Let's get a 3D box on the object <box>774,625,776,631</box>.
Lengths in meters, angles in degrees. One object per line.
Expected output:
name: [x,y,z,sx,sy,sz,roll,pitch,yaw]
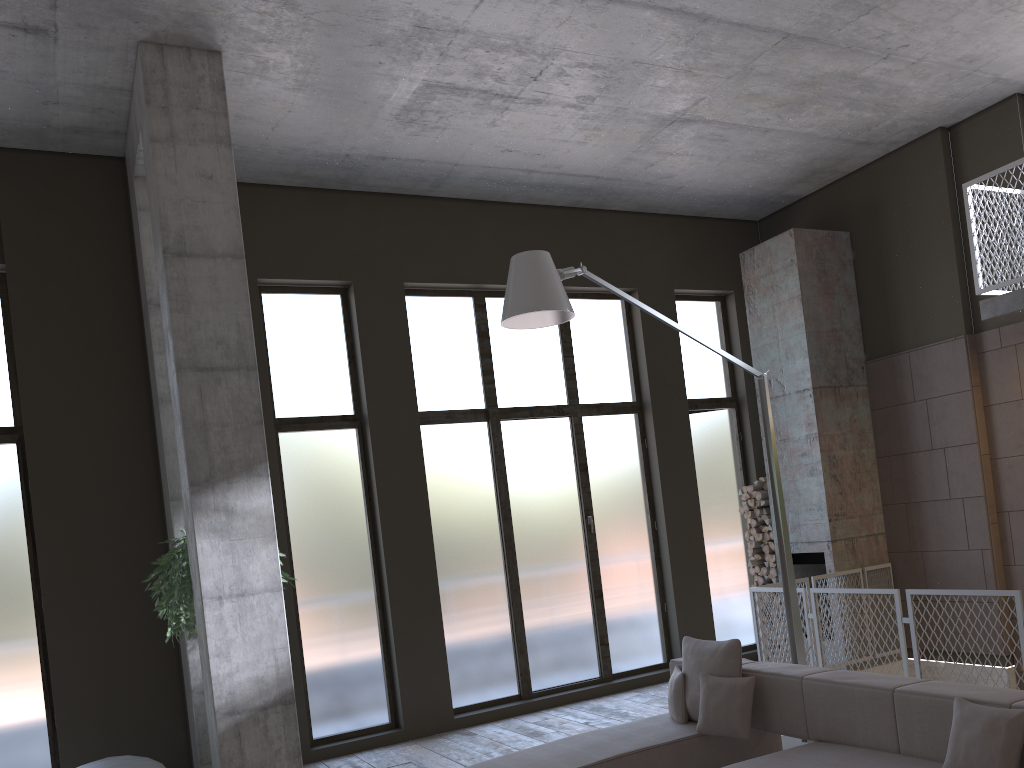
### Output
object: [3.105,2.714,9.848,0.420,0.067,0.068,-2,-7,-27]

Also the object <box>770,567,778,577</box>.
object: [2.992,2.063,9.697,0.291,0.102,0.102,-2,-7,-29]

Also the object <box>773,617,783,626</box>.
object: [3.118,2.627,9.818,0.435,0.093,0.094,-2,-6,-27]

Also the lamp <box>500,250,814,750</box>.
lamp: [1.240,0.921,5.755,2.615,3.402,0.764,-3,-3,-40]

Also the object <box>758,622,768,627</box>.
object: [2.949,2.722,9.954,0.420,0.072,0.072,-2,-6,-27]

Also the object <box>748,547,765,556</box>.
object: [2.902,1.891,10.020,0.453,0.089,0.092,-2,-6,-26]

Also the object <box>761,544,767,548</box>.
object: [2.963,1.804,9.900,0.357,0.074,0.065,-2,-6,-26]

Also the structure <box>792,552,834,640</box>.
structure: [3.219,2.234,9.282,0.056,0.921,0.583,-6,-3,-28]

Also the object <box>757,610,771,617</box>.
object: [2.985,2.599,10.010,0.453,0.089,0.092,-2,-6,-26]

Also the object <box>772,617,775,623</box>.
object: [3.104,2.627,9.900,0.361,0.086,0.103,-2,-7,-27]

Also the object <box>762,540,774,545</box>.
object: [2.963,1.754,9.835,0.330,0.056,0.090,-2,-8,-27]

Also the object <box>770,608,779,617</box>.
object: [3.030,2.536,9.806,0.292,0.106,0.100,-2,-6,-28]

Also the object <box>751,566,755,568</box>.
object: [2.917,2.057,10.055,0.423,0.084,0.067,-3,-5,-25]

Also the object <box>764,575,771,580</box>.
object: [3.000,2.155,9.904,0.357,0.074,0.065,-2,-6,-29]

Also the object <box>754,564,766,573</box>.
object: [2.970,2.081,10.006,0.453,0.089,0.092,-2,-7,-27]

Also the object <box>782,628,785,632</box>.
object: [3.069,2.694,9.682,0.249,0.048,0.064,-2,-8,-28]

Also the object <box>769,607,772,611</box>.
object: [3.046,2.511,9.891,0.357,0.074,0.065,-2,-6,-26]

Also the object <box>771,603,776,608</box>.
object: [3.046,2.461,9.826,0.330,0.056,0.090,-2,-8,-27]

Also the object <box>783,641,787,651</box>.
object: [3.160,2.866,9.699,0.362,0.124,0.064,-3,-4,-26]

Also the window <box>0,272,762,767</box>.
window: [-1.297,1.144,8.176,9.160,4.146,0.211,-2,-3,-29]

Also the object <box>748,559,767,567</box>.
object: [2.866,2.015,9.964,0.420,0.072,0.072,-2,-6,-27]

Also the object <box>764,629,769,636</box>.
object: [3.053,2.788,9.997,0.453,0.089,0.092,-2,-7,-27]

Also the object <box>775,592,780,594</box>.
object: [3.130,2.283,9.758,0.433,0.079,0.116,-2,-8,-28]

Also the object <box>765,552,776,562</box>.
object: [3.035,1.920,9.828,0.435,0.093,0.094,-2,-6,-27]

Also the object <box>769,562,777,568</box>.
object: [3.058,1.988,9.785,0.420,0.067,0.068,-2,-7,-27]

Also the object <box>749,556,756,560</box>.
object: [2.891,1.988,10.064,0.362,0.067,0.124,-2,-9,-28]

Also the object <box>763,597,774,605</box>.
object: [3.027,2.420,9.890,0.433,0.079,0.116,-2,-8,-28]

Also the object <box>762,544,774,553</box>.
object: [2.947,1.829,9.815,0.292,0.106,0.100,-2,-6,-28]

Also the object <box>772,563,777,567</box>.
object: [2.986,1.987,9.691,0.249,0.048,0.064,-2,-8,-28]

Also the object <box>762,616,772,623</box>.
object: [3.050,2.659,9.985,0.433,0.079,0.116,-2,-8,-27]

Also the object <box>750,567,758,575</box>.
object: [2.930,2.127,10.081,0.435,0.092,0.093,-2,-7,-27]

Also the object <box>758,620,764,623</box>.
object: [2.974,2.695,10.055,0.362,0.067,0.124,-2,-9,-28]

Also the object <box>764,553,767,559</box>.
object: [3.021,1.919,9.909,0.361,0.086,0.103,-2,-7,-27]

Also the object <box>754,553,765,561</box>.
object: [2.967,1.952,9.994,0.433,0.079,0.116,-2,-8,-27]

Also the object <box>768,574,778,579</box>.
object: [3.041,2.122,9.812,0.362,0.067,0.124,-2,-9,-26]

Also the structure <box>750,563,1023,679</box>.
structure: [4.159,1.926,6.777,1.917,0.925,4.504,-3,-10,-27]

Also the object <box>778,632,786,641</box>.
object: [3.075,2.770,9.688,0.291,0.102,0.102,-2,-7,-29]

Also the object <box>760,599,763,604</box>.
object: [2.984,2.507,10.099,0.362,0.117,0.071,-2,-5,-28]

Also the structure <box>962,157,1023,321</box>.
structure: [4.546,0.108,5.504,3.020,4.283,3.738,-5,-5,-28]

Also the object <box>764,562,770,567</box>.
object: [3.022,2.006,9.857,0.420,0.067,0.068,-2,-7,-27]

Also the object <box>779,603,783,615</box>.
object: [3.113,2.469,9.704,0.362,0.124,0.064,-3,-4,-26]

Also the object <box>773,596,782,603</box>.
object: [3.122,2.362,9.739,0.477,0.083,0.095,-2,-7,-27]

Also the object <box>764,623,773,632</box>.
object: [3.068,2.719,9.914,0.477,0.083,0.095,-2,-7,-27]

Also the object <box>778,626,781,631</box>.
object: [3.141,2.696,9.776,0.420,0.067,0.068,-2,-7,-27]
